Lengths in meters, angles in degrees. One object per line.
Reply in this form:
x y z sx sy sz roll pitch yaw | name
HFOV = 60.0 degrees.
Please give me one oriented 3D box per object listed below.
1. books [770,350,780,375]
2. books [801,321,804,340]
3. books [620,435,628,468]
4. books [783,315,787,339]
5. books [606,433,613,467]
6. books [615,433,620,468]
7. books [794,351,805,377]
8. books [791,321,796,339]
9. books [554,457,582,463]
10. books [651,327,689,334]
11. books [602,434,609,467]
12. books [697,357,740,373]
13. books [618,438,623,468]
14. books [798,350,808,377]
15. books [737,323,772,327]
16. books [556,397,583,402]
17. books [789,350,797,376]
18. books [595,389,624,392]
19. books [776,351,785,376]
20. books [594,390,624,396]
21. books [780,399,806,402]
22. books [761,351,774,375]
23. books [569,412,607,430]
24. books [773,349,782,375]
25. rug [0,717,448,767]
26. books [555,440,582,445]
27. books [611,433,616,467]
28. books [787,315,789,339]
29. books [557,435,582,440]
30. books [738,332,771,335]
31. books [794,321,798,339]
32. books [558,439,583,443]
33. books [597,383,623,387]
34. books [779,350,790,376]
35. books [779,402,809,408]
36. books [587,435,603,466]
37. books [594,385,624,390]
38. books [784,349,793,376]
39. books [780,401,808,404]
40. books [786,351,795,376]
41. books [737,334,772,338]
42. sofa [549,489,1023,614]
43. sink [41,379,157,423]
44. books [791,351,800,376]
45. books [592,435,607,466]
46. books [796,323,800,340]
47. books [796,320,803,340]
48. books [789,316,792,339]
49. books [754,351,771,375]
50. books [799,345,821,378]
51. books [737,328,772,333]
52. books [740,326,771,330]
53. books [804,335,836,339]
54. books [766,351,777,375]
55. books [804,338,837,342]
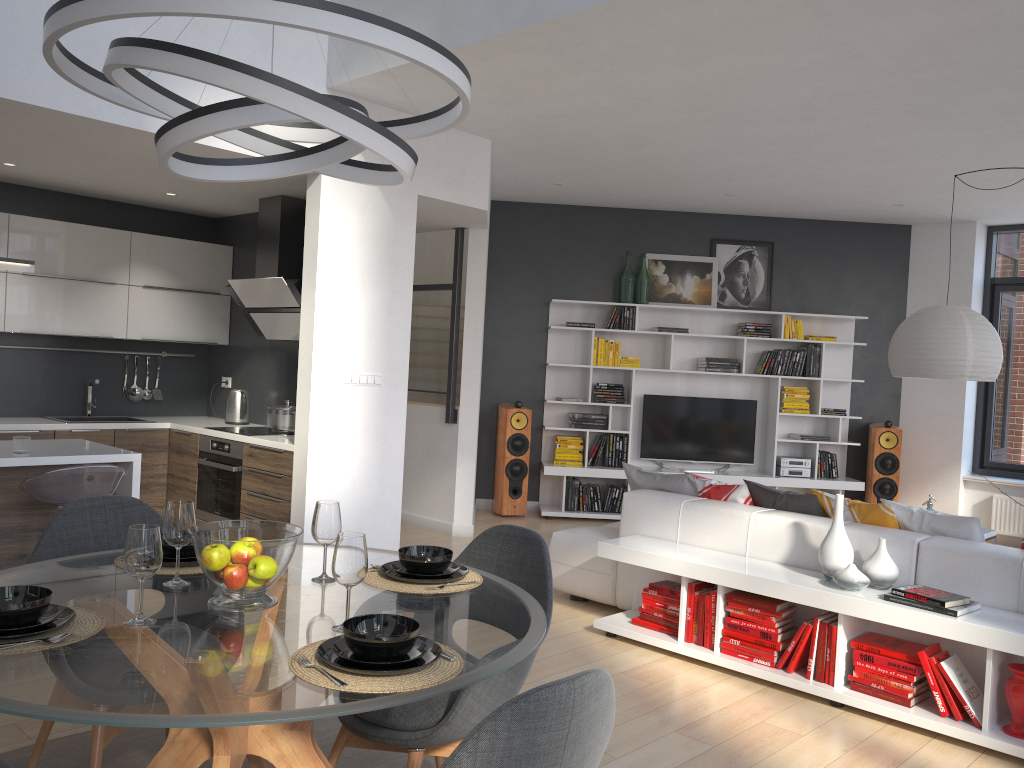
2.502 -0.201 8.489 0.069 0.242 0.172 3 1 -1 | books
2.753 -0.511 8.478 0.044 0.184 0.142 3 1 -1 | books
1.065 0.646 8.504 0.051 0.297 0.230 3 1 -2 | books
2.585 -0.542 8.463 0.041 0.229 0.161 3 1 -3 | books
0.930 0.630 8.502 0.034 0.314 0.237 3 1 -2 | books
0.992 0.633 8.507 0.034 0.315 0.239 3 1 -2 | books
2.731 -0.195 8.517 0.084 0.249 0.191 3 1 -2 | books
2.667 -0.513 8.471 0.054 0.180 0.132 3 1 -2 | books
0.535 0.724 8.499 0.269 0.025 0.213 3 1 1 | books
1.508 -0.511 8.490 0.310 0.047 0.250 3 1 -6 | books
0.898 0.637 8.496 0.028 0.301 0.213 3 1 -2 | books
1.985 -0.179 8.530 0.343 0.137 0.277 3 1 -7 | books
1.025 0.655 8.502 0.028 0.272 0.200 3 1 -2 | books
2.765 -0.198 8.519 0.066 0.260 0.197 3 1 -2 | books
2.333 -0.564 8.524 0.266 0.030 0.209 3 1 -8 | books
0.549 0.148 8.467 0.209 0.030 0.266 3 1 -8 | books
2.667 -0.200 8.517 0.075 0.254 0.192 3 1 -3 | books
0.927 0.061 8.486 0.264 0.020 0.189 3 1 2 | books
2.551 -0.199 8.510 0.068 0.243 0.179 3 1 -3 | books
0.927 0.087 8.483 0.284 0.030 0.214 3 1 7 | books
2.702 0.158 8.546 0.217 0.023 0.145 3 1 2 | books
2.435 -0.201 8.513 0.096 0.234 0.187 3 1 -1 | books
0.726 0.355 8.508 0.343 0.137 0.277 3 1 -2 | books
2.524 -0.208 8.515 0.075 0.254 0.192 3 1 -3 | books
-0.711 1.317 2.250 2.499 0.010 2.499 3 1 16 | rug
0.548 0.564 8.513 0.238 0.023 0.167 3 1 14 | books
0.963 0.626 8.506 0.026 0.326 0.237 3 1 -2 | books
2.607 -0.539 8.482 0.041 0.224 0.163 3 1 -3 | books
0.549 0.514 8.532 0.234 0.024 0.171 3 1 2 | books
2.325 -0.483 8.521 0.264 0.020 0.189 3 1 -3 | books
2.688 -0.511 8.465 0.044 0.178 0.128 3 1 -2 | books
0.558 0.540 8.509 0.234 0.024 0.171 3 1 2 | books
0.936 0.008 8.478 0.246 0.026 0.180 3 1 6 | books
2.588 -0.202 8.516 0.084 0.249 0.191 3 1 -2 | books
2.712 0.204 8.554 0.243 0.042 0.189 3 1 -2 | books
0.780 0.636 8.509 0.142 0.284 0.232 3 1 -2 | books
0.933 0.036 8.505 0.284 0.030 0.214 3 1 7 | books
2.622 -0.205 8.518 0.066 0.260 0.197 3 1 -2 | books
2.710 0.176 8.567 0.251 0.014 0.189 3 1 1 | books
2.644 -0.193 8.490 0.069 0.242 0.172 3 1 -1 | books
2.325 -0.458 8.518 0.284 0.030 0.214 3 1 2 | books
2.345 1.062 5.208 3.424 0.732 2.614 4 2 43 | sofa
-3.012 0.230 6.476 0.512 0.518 0.626 4 2 43 | sink
2.693 -0.194 8.505 0.071 0.243 0.179 3 1 -3 | books
0.833 0.637 8.493 0.100 0.289 0.210 3 1 -3 | books
2.706 -0.501 8.454 0.046 0.161 0.108 3 1 -3 | books
2.730 -0.512 8.469 0.064 0.184 0.141 3 1 -1 | books
2.637 -0.538 8.492 0.054 0.224 0.164 3 1 -3 | books
2.401 -0.204 8.508 0.104 0.234 0.182 3 1 -2 | books
2.862 -0.218 8.549 0.128 0.321 0.259 3 1 -2 | books
2.329 -0.509 8.541 0.284 0.030 0.214 3 1 2 | books
2.334 -0.537 8.513 0.246 0.026 0.180 3 1 1 | books
2.955 -0.448 8.526 0.257 0.024 0.203 3 1 1 | books
2.467 -0.200 8.500 0.081 0.233 0.169 3 1 -3 | books
2.957 -0.422 8.518 0.257 0.028 0.194 3 1 3 | books
